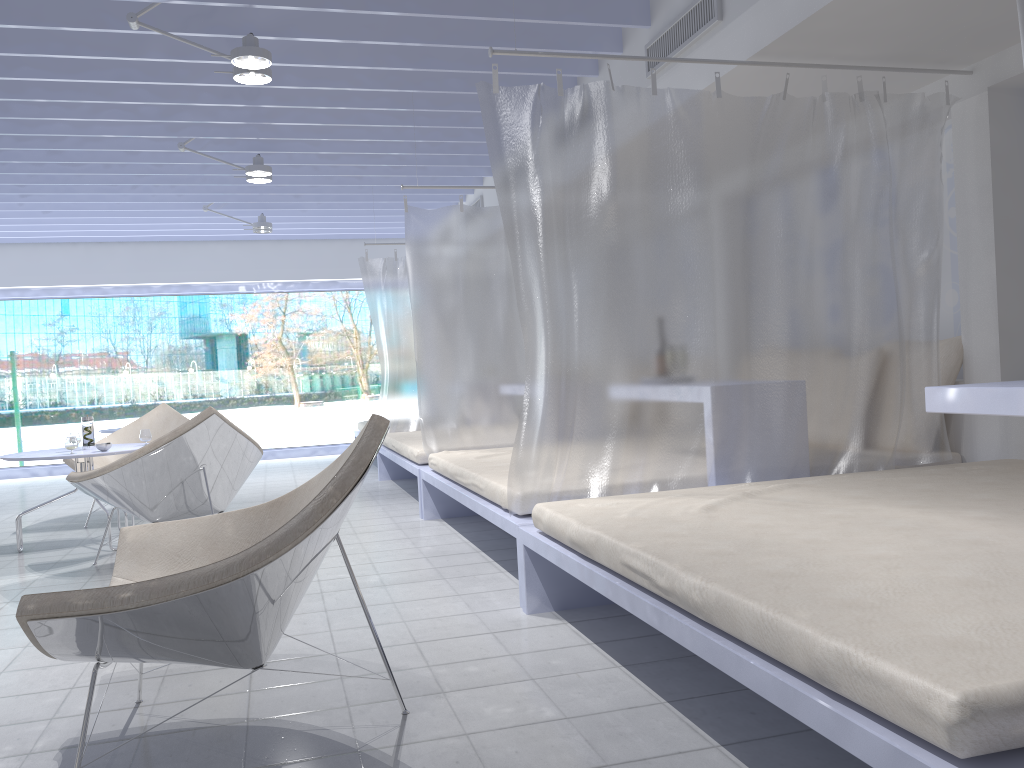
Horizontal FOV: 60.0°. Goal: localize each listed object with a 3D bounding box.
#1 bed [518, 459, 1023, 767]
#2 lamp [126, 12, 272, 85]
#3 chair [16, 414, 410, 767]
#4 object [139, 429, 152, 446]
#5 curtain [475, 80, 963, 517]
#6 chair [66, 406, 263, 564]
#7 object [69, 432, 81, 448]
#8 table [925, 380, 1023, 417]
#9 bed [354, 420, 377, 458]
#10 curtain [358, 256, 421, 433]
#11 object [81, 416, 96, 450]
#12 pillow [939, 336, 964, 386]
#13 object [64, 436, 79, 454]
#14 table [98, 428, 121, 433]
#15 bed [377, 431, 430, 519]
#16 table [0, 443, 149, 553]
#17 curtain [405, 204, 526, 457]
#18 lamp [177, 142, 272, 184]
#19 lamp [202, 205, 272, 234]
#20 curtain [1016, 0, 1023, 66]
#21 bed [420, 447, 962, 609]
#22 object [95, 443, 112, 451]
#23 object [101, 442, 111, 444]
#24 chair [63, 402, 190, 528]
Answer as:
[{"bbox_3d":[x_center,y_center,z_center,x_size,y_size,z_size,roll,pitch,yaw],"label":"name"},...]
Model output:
[{"bbox_3d":[1.279,0.532,2.325,2.016,0.427,2.200,-3,1,-15],"label":"bed"},{"bbox_3d":[-1.359,-1.485,3.876,0.587,0.218,0.380,-3,1,-15],"label":"lamp"},{"bbox_3d":[-0.647,0.471,2.160,0.753,0.759,0.906,-3,1,-11],"label":"chair"},{"bbox_3d":[-2.115,0.308,5.120,0.068,0.091,0.068,-3,1,-23],"label":"object"},{"bbox_3d":[0.895,-0.356,3.369,2.050,1.552,0.151,-3,1,-15],"label":"curtain"},{"bbox_3d":[-1.629,0.492,4.406,0.906,0.759,0.753,-4,1,-45],"label":"chair"},{"bbox_3d":[-2.572,0.331,5.215,0.068,0.091,0.068,-3,1,7],"label":"object"},{"bbox_3d":[1.408,0.220,1.819,0.416,0.450,1.065,-3,1,-15],"label":"table"},{"bbox_3d":[-0.431,0.537,8.727,2.022,0.422,2.200,-3,1,-15],"label":"bed"},{"bbox_3d":[-0.255,-0.354,7.634,2.050,1.552,0.151,-3,1,-15],"label":"curtain"},{"bbox_3d":[-2.398,0.276,5.016,0.075,0.189,0.075,-3,1,-23],"label":"object"},{"bbox_3d":[1.796,0.051,4.025,0.231,0.510,0.572,-3,1,-14],"label":"pillow"},{"bbox_3d":[-2.333,0.325,4.697,0.068,0.091,0.068,-3,1,13],"label":"object"},{"bbox_3d":[-3.089,0.638,7.627,0.825,0.534,0.823,-3,1,32],"label":"table"},{"bbox_3d":[0.129,0.534,6.589,2.016,0.427,2.200,-3,1,-15],"label":"bed"},{"bbox_3d":[-2.397,0.638,4.992,0.825,0.534,0.823,-3,1,-24],"label":"table"},{"bbox_3d":[0.362,-0.336,5.503,1.998,1.559,0.125,-3,1,-17],"label":"curtain"},{"bbox_3d":[-1.903,-1.484,5.894,0.587,0.218,0.380,-3,1,-15],"label":"lamp"},{"bbox_3d":[-2.452,-1.483,7.931,0.587,0.218,0.380,-3,1,-15],"label":"lamp"},{"bbox_3d":[1.513,-0.338,1.237,1.998,1.559,0.125,-3,1,-17],"label":"curtain"},{"bbox_3d":[0.719,0.535,4.463,2.022,0.422,2.200,-3,1,-15],"label":"bed"},{"bbox_3d":[-2.198,0.341,4.777,0.082,0.043,0.082,-2,1,43],"label":"object"},{"bbox_3d":[-2.178,0.321,4.752,0.098,0.016,0.012,-2,1,41],"label":"object"},{"bbox_3d":[-2.437,0.513,6.002,0.906,0.759,0.753,-3,1,-5],"label":"chair"}]
